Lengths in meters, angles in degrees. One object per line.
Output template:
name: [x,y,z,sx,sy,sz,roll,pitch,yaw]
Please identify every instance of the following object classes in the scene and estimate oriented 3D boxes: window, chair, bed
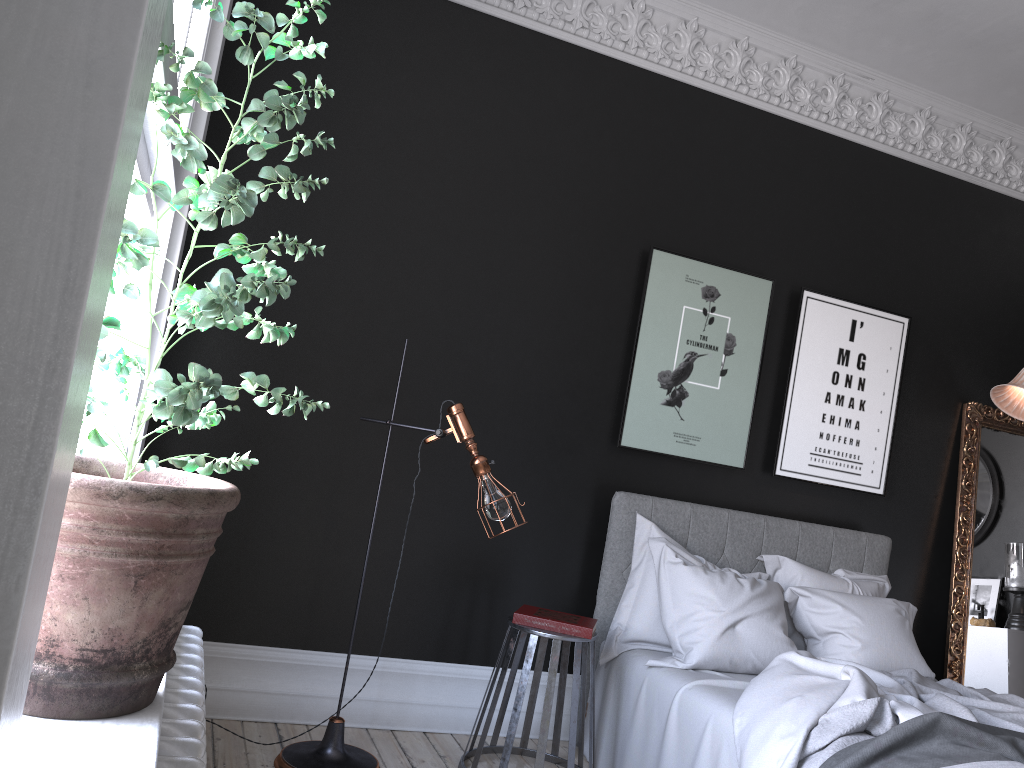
window: [-0.641,-1.028,1.777,0.056,1.016,1.263,11,-4,-19]
chair: [0.123,1.400,3.902,0.612,0.672,0.615,8,-4,25]
bed: [1.656,1.302,3.347,2.770,1.296,3.282,13,-5,-30]

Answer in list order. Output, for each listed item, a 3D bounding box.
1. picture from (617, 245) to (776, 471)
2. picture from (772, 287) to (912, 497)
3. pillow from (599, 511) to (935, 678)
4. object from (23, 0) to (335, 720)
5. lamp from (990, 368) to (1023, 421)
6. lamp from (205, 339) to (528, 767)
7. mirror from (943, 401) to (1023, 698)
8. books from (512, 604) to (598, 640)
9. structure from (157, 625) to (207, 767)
picture: [1.005,-0.125,4.765,0.792,1.077,0.014,11,-4,-19]
picture: [1.903,0.058,5.085,0.792,1.077,0.014,11,-4,-19]
pillow: [1.369,1.151,4.425,1.832,0.759,0.680,12,-4,-19]
object: [-0.522,-0.083,1.364,0.505,1.132,0.475,9,-4,21]
lamp: [2.932,1.073,4.800,0.985,2.408,0.774,9,-4,14]
lamp: [-0.814,0.654,3.733,1.716,1.777,0.438,9,-4,19]
mirror: [3.080,1.266,5.417,0.992,2.189,0.254,11,-4,-19]
books: [0.196,1.051,3.927,0.346,0.045,0.276,9,-5,11]
structure: [-0.794,0.996,1.732,0.276,0.847,1.141,11,-4,-19]
